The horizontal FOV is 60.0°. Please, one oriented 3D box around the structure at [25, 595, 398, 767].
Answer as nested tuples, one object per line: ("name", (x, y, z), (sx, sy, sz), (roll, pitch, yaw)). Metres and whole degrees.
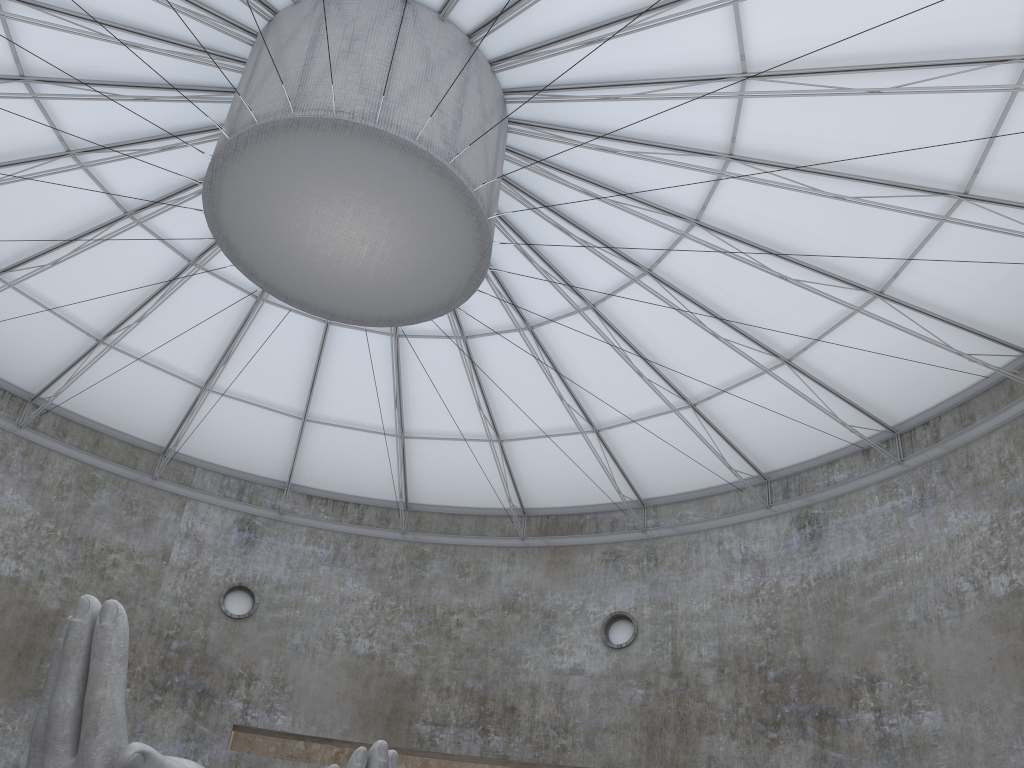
("structure", (-2.693, 7.653, 15.014), (15.526, 5.562, 11.081), (-12, -37, 26))
